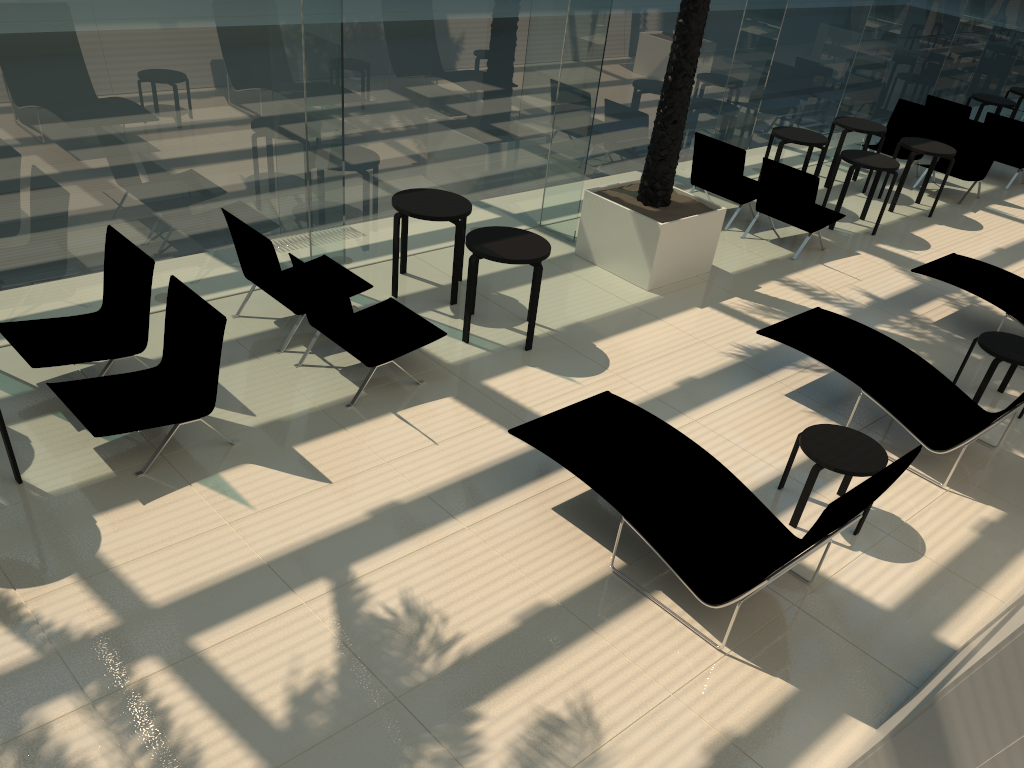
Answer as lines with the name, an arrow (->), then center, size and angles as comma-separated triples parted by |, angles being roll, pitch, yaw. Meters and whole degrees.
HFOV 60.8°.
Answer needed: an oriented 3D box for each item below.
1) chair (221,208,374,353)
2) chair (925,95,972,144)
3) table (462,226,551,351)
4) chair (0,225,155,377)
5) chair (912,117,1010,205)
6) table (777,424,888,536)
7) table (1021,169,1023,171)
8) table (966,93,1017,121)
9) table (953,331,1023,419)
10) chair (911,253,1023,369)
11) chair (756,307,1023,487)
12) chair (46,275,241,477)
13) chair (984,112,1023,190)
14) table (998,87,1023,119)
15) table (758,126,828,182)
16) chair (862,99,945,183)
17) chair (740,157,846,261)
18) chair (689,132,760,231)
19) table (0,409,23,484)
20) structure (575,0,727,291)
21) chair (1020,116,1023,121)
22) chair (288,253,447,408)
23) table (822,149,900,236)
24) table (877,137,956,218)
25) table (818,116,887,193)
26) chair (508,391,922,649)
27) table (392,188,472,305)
chair -> -1.656, -0.892, 6.830 | 0.858, 0.961, 0.681 | -23, 45, -37
chair -> 6.684, -3.881, 13.302 | 0.858, 0.961, 0.681 | -23, 45, -37
table -> -0.070, -0.778, 7.128 | 0.681, 0.845, 0.622 | 3, 35, -7
chair -> -2.922, -0.448, 5.863 | 0.858, 0.961, 0.681 | -23, 45, -37
chair -> 6.043, -3.031, 11.852 | 0.858, 0.961, 0.681 | -23, 45, -37
table -> 2.086, 0.629, 5.714 | 0.555, 0.560, 0.507 | 6, 34, -3
table -> 8.270, -3.768, 13.599 | 0.681, 0.845, 0.622 | 3, 35, -7
table -> 7.621, -4.191, 14.102 | 0.681, 0.845, 0.622 | 3, 35, -7
table -> 4.048, -0.075, 7.236 | 0.555, 0.560, 0.507 | 6, 34, -3
chair -> 4.870, -0.900, 8.036 | 0.890, 1.253, 1.939 | -25, 46, -38
chair -> 2.968, -0.218, 6.560 | 0.890, 1.253, 1.939 | -25, 46, -38
chair -> -2.297, -0.041, 5.381 | 0.858, 0.961, 0.681 | -23, 45, -37
chair -> 7.308, -3.474, 12.819 | 0.858, 0.961, 0.681 | -23, 45, -37
table -> 8.711, -4.575, 14.938 | 0.681, 0.845, 0.622 | 5, 35, -3
table -> 3.473, -2.704, 10.883 | 0.681, 0.845, 0.622 | 3, 35, -7
chair -> 5.419, -3.437, 12.335 | 0.858, 0.961, 0.681 | -23, 45, -37
chair -> 3.178, -1.994, 9.614 | 0.858, 0.961, 0.681 | -23, 45, -37
chair -> 2.554, -2.401, 10.097 | 0.858, 0.961, 0.681 | -23, 45, -37
table -> -3.154, 0.333, 4.725 | 0.680, 0.845, 0.623 | 8, 35, 0
structure -> 1.605, -4.270, 6.644 | 4.635, 7.588, 4.255 | 31, 41, 29
chair -> 9.592, -4.934, 15.574 | 0.858, 0.961, 0.681 | -23, 45, -37
chair -> -1.032, -0.485, 6.347 | 0.858, 0.961, 0.681 | -23, 45, -37
table -> 4.122, -2.281, 10.380 | 0.681, 0.845, 0.622 | 3, 35, -7
table -> 5.187, -2.656, 11.197 | 0.681, 0.845, 0.622 | 5, 35, -3
table -> 4.537, -3.079, 11.699 | 0.681, 0.845, 0.622 | 5, 35, -3
chair -> 1.006, 0.485, 5.037 | 0.890, 1.253, 1.939 | -25, 46, -38
table -> -0.719, -1.201, 7.630 | 0.681, 0.845, 0.622 | 3, 35, -7
